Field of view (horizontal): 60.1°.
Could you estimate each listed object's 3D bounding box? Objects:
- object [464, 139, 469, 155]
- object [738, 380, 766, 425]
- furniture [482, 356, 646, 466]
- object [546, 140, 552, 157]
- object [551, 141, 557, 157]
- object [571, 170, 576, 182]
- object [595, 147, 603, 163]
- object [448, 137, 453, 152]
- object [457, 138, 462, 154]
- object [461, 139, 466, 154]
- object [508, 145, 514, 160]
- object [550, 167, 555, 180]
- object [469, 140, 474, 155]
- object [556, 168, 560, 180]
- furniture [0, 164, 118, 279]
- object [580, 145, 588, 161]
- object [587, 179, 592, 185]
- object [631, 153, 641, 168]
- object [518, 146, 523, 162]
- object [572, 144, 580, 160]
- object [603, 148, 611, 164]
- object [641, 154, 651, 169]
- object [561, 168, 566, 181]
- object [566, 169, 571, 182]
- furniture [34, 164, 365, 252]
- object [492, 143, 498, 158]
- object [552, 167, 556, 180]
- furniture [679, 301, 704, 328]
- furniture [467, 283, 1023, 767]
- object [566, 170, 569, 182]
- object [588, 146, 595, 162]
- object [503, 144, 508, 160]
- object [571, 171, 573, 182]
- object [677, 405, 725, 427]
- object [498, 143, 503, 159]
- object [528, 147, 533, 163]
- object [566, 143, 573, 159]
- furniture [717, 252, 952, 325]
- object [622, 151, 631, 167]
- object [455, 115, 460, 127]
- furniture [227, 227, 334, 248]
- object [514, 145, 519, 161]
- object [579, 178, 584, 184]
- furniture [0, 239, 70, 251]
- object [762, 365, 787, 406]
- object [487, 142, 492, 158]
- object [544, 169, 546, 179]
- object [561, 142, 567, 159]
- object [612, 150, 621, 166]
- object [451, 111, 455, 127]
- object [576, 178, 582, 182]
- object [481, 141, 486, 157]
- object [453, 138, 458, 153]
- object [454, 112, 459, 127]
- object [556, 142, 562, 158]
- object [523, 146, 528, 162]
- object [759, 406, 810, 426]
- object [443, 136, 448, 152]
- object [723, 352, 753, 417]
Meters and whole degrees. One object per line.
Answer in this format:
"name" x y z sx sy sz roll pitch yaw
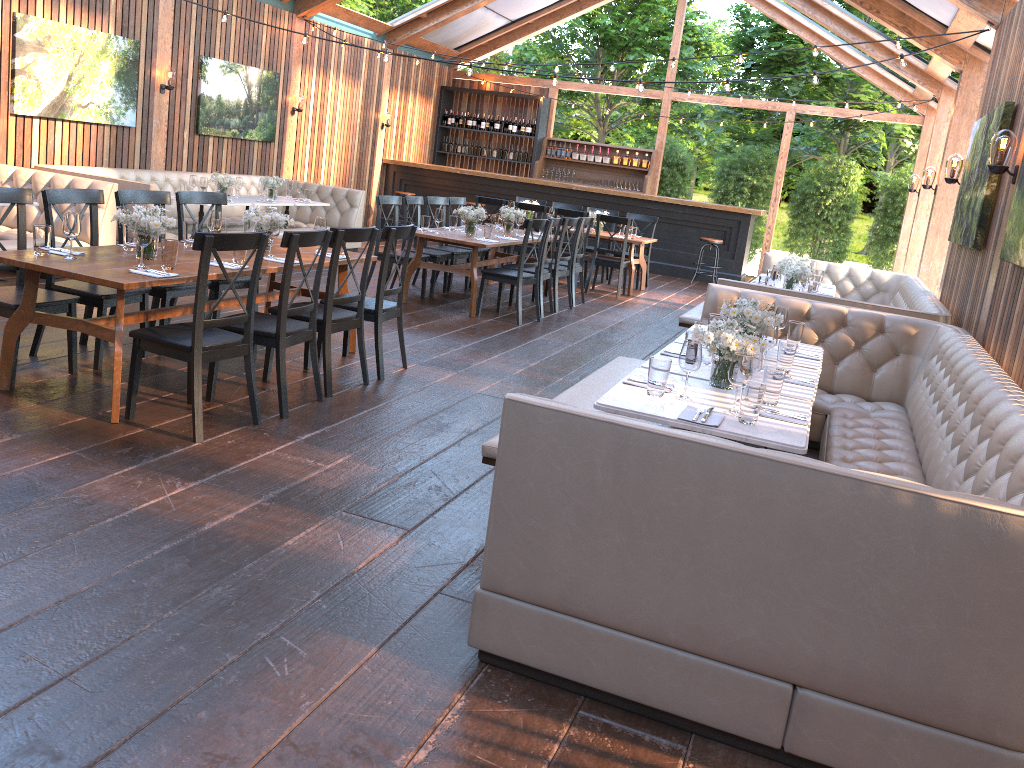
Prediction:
"object" -0.908 -4.796 17.883 0.095 0.305 0.094 17 14 40
"object" 0.909 0.073 3.373 0.092 0.156 0.093 9 11 6
"furniture" 0.406 0.235 4.710 0.314 0.394 2.350 12 15 19
"object" 0.757 -4.679 17.585 0.094 0.314 0.095 11 11 19
"object" 0.843 -4.652 17.526 0.095 0.314 0.095 15 13 34
"object" 1.200 -4.079 17.356 0.092 0.241 0.093 7 11 -6
"object" 1.698 -4.457 17.217 0.138 0.307 0.139 10 11 14
"object" -1.252 -4.875 18.015 0.094 0.305 0.096 5 11 -15
"object" -1.060 -4.841 17.984 0.095 0.305 0.095 11 11 17
"object" -0.973 -4.826 17.969 0.094 0.305 0.095 4 11 -16
"object" -0.013 -4.601 17.577 0.094 0.305 0.095 4 11 -16
"object" 0.801 -4.168 17.499 0.093 0.241 0.092 16 14 38
"object" -0.802 -4.783 17.888 0.095 0.305 0.095 11 11 15
"object" 0.903 -4.143 17.455 0.093 0.241 0.092 16 14 38
"furniture" -5.232 -1.246 6.693 1.716 0.848 4.196 12 15 19
"object" 1.415 -4.523 17.330 0.139 0.307 0.139 11 12 19
"object" 1.511 -3.945 17.288 0.124 0.095 0.125 9 13 8
"object" 2.378 -4.292 16.968 0.176 0.285 0.110 11 11 14
"object" 0.180 -4.554 17.495 0.095 0.305 0.095 11 11 15
"object" 1.271 -4.556 17.386 0.139 0.307 0.139 12 12 23
"object" 1.852 -4.428 17.184 0.139 0.307 0.139 12 12 23
"object" 2.563 -4.260 16.939 0.177 0.285 0.110 13 12 24
"object" 1.008 -4.122 17.426 0.092 0.241 0.093 7 11 -6
"object" 1.098 -4.099 17.383 0.092 0.241 0.093 7 11 -6
"furniture" -3.624 -2.091 10.884 1.716 0.848 4.196 12 15 19
"object" -0.333 -4.668 17.676 0.095 0.305 0.095 11 11 17
"object" 0.821 -4.190 17.597 0.092 0.241 0.093 7 11 -6
"furniture" 2.012 -0.609 8.898 0.314 0.394 2.350 12 15 19
"furniture" 1.433 0.235 4.310 1.716 0.848 4.196 12 15 19
"object" 1.104 -4.128 17.499 0.092 0.241 0.093 7 11 -6
"object" 1.561 -4.489 17.273 0.139 0.307 0.139 12 12 23
"object" -0.123 -4.618 17.589 0.094 0.305 0.096 5 11 -15
"object" 1.200 -4.108 17.469 0.092 0.241 0.093 7 11 -6
"object" 0.732 0.115 3.394 0.158 0.018 0.257 12 15 19
"object" -0.217 -4.649 17.661 0.094 0.305 0.095 -2 15 -42
"object" 0.380 -4.516 17.448 0.094 0.305 0.095 -3 15 -44
"object" 1.133 -4.592 17.436 0.094 0.314 0.095 14 12 29
"furniture" 3.044 -0.611 8.510 1.716 0.848 4.196 12 15 19
"object" 2.213 -4.339 17.069 0.177 0.285 0.110 13 12 24
"object" -1.122 -5.376 17.991 0.136 0.312 0.138 4 12 -18
"furniture" -2.627 -1.639 10.554 0.314 0.394 2.350 12 15 19
"object" 0.094 -4.581 17.556 0.095 0.305 0.094 17 14 40
"object" 1.353 -3.965 17.286 0.125 0.095 0.125 15 15 30
"furniture" -4.233 -0.796 6.366 0.314 0.394 2.350 12 15 19
"object" 1.095 0.008 3.726 0.092 0.156 0.093 9 11 6
"object" -0.438 -4.696 17.733 0.095 0.305 0.095 11 11 19
"object" 0.643 -4.151 17.468 0.070 0.183 0.070 12 12 23
"object" 1.030 -4.610 17.455 0.094 0.314 0.095 10 11 14
"object" 2.025 -4.375 17.113 0.176 0.285 0.110 11 11 14
"object" -1.183 -5.357 17.899 0.077 0.303 0.077 15 13 35
"object" 1.310 -4.008 17.435 0.125 0.095 0.125 15 15 30
"object" -0.559 -4.711 17.727 0.094 0.305 0.095 8 11 1
"object" -1.147 -4.861 18.017 0.094 0.305 0.095 -2 15 -42
"object" -1.109 -5.337 17.850 0.077 0.305 0.078 7 11 -2
"object" 0.949 -4.637 17.520 0.094 0.314 0.095 10 11 14
"object" 0.272 -4.531 17.449 0.095 0.305 0.095 12 12 20
"object" 1.069 0.117 3.566 0.256 0.018 0.159 13 15 19
"object" -1.339 -4.892 18.037 0.095 0.305 0.095 12 12 24
"object" 0.890 0.000 3.478 0.092 0.241 0.093 3 12 -22
